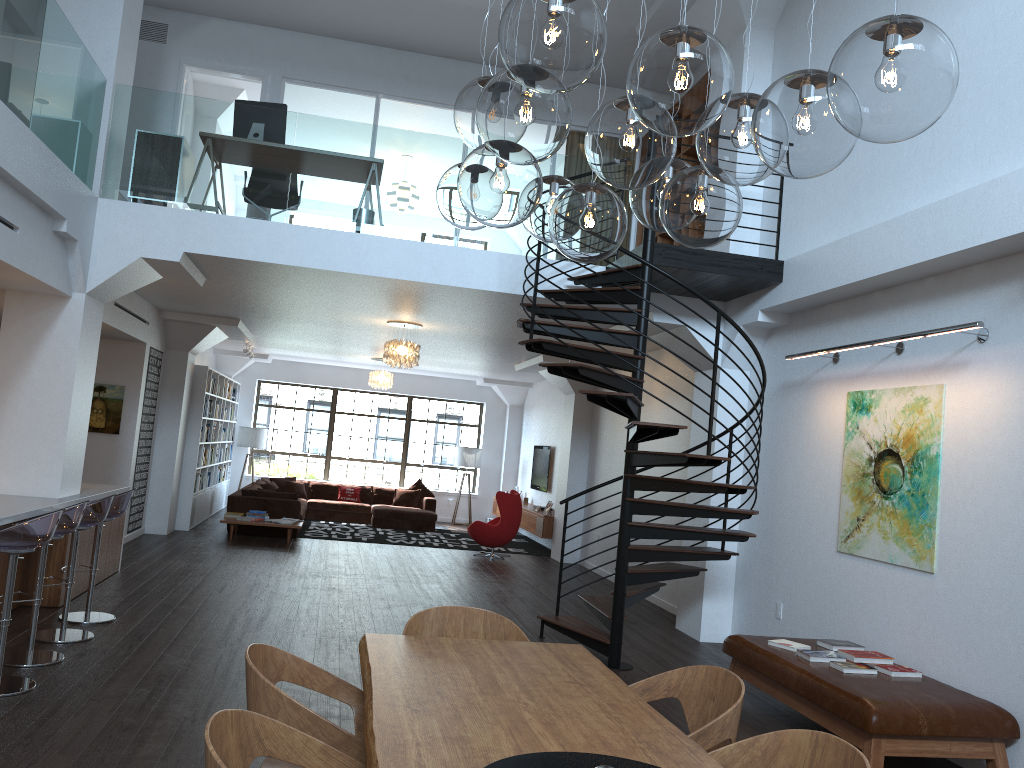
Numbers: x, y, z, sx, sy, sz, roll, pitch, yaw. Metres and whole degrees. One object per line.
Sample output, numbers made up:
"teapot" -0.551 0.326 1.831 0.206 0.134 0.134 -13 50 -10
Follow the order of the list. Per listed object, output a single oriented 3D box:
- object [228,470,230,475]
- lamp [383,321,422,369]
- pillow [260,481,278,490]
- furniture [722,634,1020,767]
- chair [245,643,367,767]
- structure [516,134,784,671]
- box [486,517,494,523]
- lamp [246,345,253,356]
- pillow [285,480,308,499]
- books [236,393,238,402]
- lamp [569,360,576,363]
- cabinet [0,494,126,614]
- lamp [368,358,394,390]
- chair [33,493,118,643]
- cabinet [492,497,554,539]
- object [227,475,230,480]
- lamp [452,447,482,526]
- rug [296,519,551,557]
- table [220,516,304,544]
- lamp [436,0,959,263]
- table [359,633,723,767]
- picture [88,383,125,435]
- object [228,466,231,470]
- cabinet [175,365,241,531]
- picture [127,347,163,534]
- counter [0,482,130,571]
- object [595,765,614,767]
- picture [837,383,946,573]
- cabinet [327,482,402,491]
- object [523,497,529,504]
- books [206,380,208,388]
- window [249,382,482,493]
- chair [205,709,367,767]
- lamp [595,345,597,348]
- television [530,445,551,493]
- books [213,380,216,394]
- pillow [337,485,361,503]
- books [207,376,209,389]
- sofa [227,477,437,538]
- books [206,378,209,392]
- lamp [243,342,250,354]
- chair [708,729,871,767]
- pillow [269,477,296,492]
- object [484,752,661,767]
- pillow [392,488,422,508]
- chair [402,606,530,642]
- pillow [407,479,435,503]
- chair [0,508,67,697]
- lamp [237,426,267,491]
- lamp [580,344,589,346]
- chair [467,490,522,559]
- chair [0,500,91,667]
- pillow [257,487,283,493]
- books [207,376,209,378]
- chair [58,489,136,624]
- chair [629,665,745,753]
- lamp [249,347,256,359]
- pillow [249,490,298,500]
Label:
"object" -5.608 1.699 17.068 0.331 0.088 0.410 6 -4 -11
"lamp" -1.325 -0.458 10.726 0.441 0.539 0.442 3 -5 31
"pillow" -4.089 1.863 15.131 0.325 0.391 0.625 5 -4 6
"furniture" 2.102 1.976 5.532 0.907 0.453 1.819 6 -4 -11
"chair" -0.652 1.334 3.007 0.618 0.833 0.629 6 -4 -13
"structure" 0.992 0.025 7.050 1.998 4.352 1.998 2 -6 40
"box" -0.408 2.874 18.402 0.228 0.165 0.368 6 -4 -11
"lamp" -4.545 -0.577 15.340 0.111 0.211 0.120 2 -6 38
"pillow" -4.078 1.985 16.680 0.489 0.337 0.238 9 -6 -41
"books" -5.444 0.261 17.333 0.139 0.191 0.036 6 -4 -11
"lamp" 0.798 -0.365 11.609 0.111 0.211 0.120 3 -5 23
"cabinet" -3.958 1.322 6.747 0.898 0.796 4.493 6 -4 -11
"lamp" -2.305 -0.169 15.683 0.441 0.539 0.442 3 -5 31
"chair" -3.093 1.260 6.230 0.481 1.014 0.530 6 -4 -13
"cabinet" 0.268 2.392 16.130 0.459 0.350 4.501 6 -4 -11
"object" -5.616 1.787 17.061 0.331 0.088 0.410 6 -4 -11
"lamp" -0.955 2.093 18.177 0.545 1.579 0.545 5 -4 0
"rug" -1.532 2.598 15.132 4.200 0.007 3.100 6 -4 -9
"table" -3.571 2.088 12.690 1.100 0.271 0.853 6 -4 -11
"lamp" 0.361 -1.440 2.493 0.849 2.140 1.787 6 -4 -12
"table" 0.163 1.372 1.967 1.012 0.750 3.803 6 -4 -11
"picture" -5.042 0.302 10.918 0.450 0.600 0.030 6 -4 -11
"object" -5.607 1.611 17.073 0.316 0.088 0.410 6 -4 -11
"cabinet" -5.239 1.039 15.119 0.461 2.414 4.500 6 -4 -11
"picture" -4.788 0.726 11.607 0.021 2.380 0.800 6 -4 -11
"counter" -2.748 1.303 5.329 3.039 0.860 8.182 9 -6 -40
"object" 0.218 0.946 2.076 0.100 0.100 0.100 2 -5 34
"picture" 2.600 0.624 6.146 0.010 1.200 1.095 6 -4 -11
"cabinet" -3.010 2.364 17.928 1.520 0.625 0.350 6 -4 -11
"object" 0.266 2.215 16.854 0.089 0.110 0.089 2 -5 34
"books" -4.650 0.009 13.277 0.161 0.218 0.101 6 -4 -11
"window" -3.000 1.141 18.557 4.648 1.905 0.114 6 -4 -11
"chair" -0.518 1.288 2.239 0.618 0.833 0.629 6 -4 -11
"lamp" 0.995 -0.423 10.606 0.120 0.211 0.111 9 -5 -36
"television" 0.517 1.532 16.163 0.013 0.816 1.324 6 -4 -11
"books" -4.791 0.041 14.009 0.174 0.243 0.085 6 -4 -11
"pillow" -3.121 2.116 17.007 0.465 0.308 0.220 6 -5 -15
"books" -4.673 -0.002 13.384 0.170 0.251 0.118 6 -4 -11
"sofa" -2.924 2.158 15.403 3.481 0.664 4.197 6 -4 -11
"books" -4.654 0.009 13.312 0.161 0.222 0.084 6 -4 -11
"lamp" -4.447 -0.606 14.845 0.111 0.211 0.120 3 -5 23
"chair" 0.649 1.414 2.469 0.618 0.833 0.629 6 -4 -9
"pillow" -4.282 1.953 16.741 0.580 0.418 0.334 9 -6 -38
"object" 0.199 0.967 2.002 0.592 0.066 0.592 2 -5 37
"pillow" -2.037 2.188 17.095 0.542 0.362 0.248 5 -4 10
"chair" -0.208 1.440 3.855 0.629 0.833 0.618 7 -5 -16
"pillow" -1.860 2.138 17.301 0.651 0.587 0.335 8 -5 -32
"chair" -2.836 1.188 4.989 0.481 1.014 0.530 6 -4 -9
"lamp" -5.188 1.645 17.472 0.545 1.579 0.545 7 -5 -22
"lamp" 0.896 -0.394 11.114 0.111 0.211 0.120 2 -6 38
"chair" -0.256 2.078 13.351 0.801 1.006 0.798 4 -5 14
"chair" -2.986 1.222 5.603 0.481 1.014 0.530 6 -4 -13
"pillow" -3.706 1.771 13.754 0.559 0.411 0.269 2 -5 35
"books" -4.667 -0.003 13.341 0.159 0.248 0.089 6 -4 -11
"chair" -3.215 1.296 6.847 0.481 1.014 0.530 6 -4 -9
"chair" 0.506 1.457 3.222 0.617 0.830 0.629 6 -4 -11
"lamp" -4.645 -0.547 15.848 0.120 0.211 0.111 9 -5 -36
"pillow" -3.621 1.802 13.498 0.750 0.364 0.289 6 -4 -12
